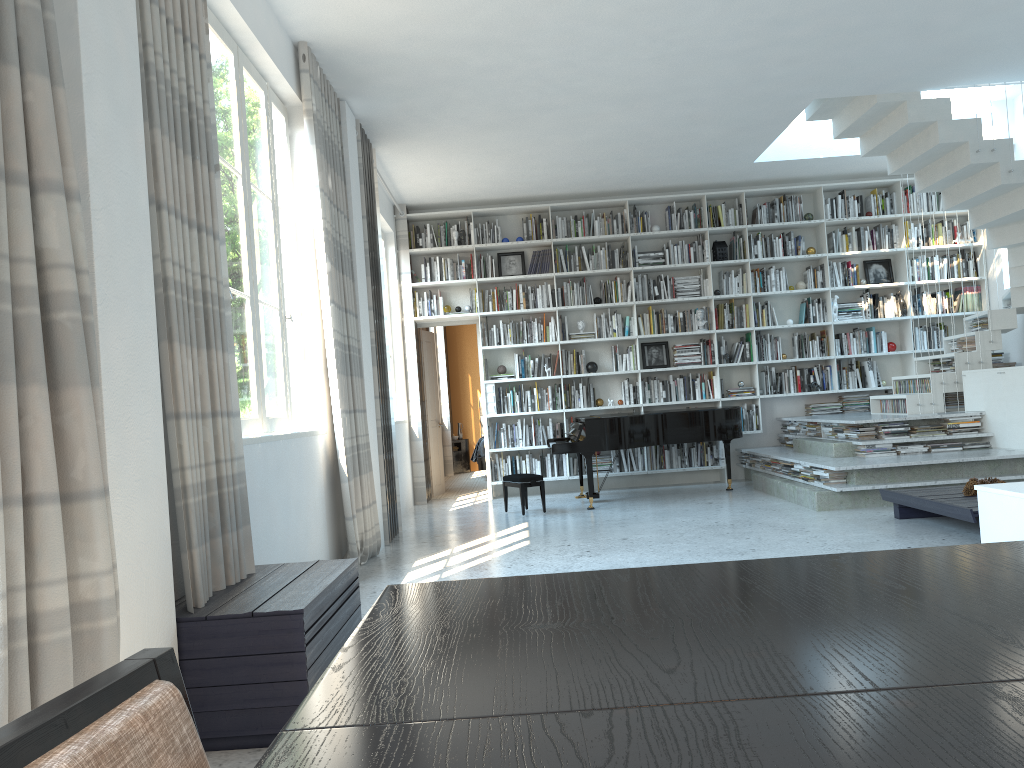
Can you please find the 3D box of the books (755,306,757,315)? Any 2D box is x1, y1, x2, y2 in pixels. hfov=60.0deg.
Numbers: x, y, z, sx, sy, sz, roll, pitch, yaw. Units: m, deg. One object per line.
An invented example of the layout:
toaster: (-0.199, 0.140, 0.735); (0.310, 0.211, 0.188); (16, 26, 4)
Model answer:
books: (2.664, -0.728, 9.723); (0.007, 0.244, 0.145); (-4, -1, 0)

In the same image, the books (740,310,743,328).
books: (2.482, -0.696, 9.697); (0.034, 0.204, 0.181); (-4, -1, 0)

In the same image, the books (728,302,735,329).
books: (2.400, -0.735, 9.693); (0.019, 0.293, 0.182); (-4, -1, 0)

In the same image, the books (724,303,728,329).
books: (2.336, -0.730, 9.707); (0.019, 0.294, 0.163); (-4, -1, 0)

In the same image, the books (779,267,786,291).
books: (2.954, -1.133, 9.702); (0.024, 0.272, 0.169); (-4, -1, 0)

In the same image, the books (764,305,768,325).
books: (2.776, -0.736, 9.716); (0.017, 0.243, 0.132); (-4, -1, 0)

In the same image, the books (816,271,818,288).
books: (3.319, -1.125, 9.725); (0.012, 0.206, 0.137); (-4, -1, 0)

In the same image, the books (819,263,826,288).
books: (3.390, -1.167, 9.700); (0.005, 0.278, 0.182); (-4, -1, 0)

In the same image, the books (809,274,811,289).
books: (3.240, -1.119, 9.721); (0.005, 0.205, 0.154); (-4, -1, 0)

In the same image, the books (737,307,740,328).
books: (2.456, -0.713, 9.690); (0.027, 0.242, 0.188); (-4, -1, 0)

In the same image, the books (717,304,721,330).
books: (2.261, -0.724, 9.709); (0.035, 0.293, 0.145); (-4, -1, 0)

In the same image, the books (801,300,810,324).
books: (3.215, -0.778, 9.708); (0.021, 0.264, 0.174); (-4, -1, 0)

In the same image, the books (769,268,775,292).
books: (2.831, -1.120, 9.697); (0.030, 0.263, 0.182); (-4, -1, 0)

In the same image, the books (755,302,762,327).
books: (2.686, -0.748, 9.688); (0.013, 0.279, 0.191); (-4, -1, 0)

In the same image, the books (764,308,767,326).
books: (2.754, -0.718, 9.712); (0.014, 0.209, 0.156); (-4, -1, 0)

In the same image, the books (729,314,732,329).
books: (2.385, -0.676, 9.732); (0.030, 0.181, 0.131); (-4, -1, 0)

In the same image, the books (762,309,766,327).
books: (2.732, -0.708, 9.685); (0.017, 0.192, 0.191); (-4, -1, 0)

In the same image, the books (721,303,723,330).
books: (2.287, -0.726, 9.704); (0.035, 0.293, 0.145); (-4, -1, 0)

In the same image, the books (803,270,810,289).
books: (3.229, -1.126, 9.725); (0.015, 0.220, 0.140); (-4, -1, 0)

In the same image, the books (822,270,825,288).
books: (3.384, -1.130, 9.706); (0.012, 0.206, 0.169); (-4, -1, 0)

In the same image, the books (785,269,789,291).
books: (2.994, -1.125, 9.724); (0.034, 0.254, 0.161); (-4, -1, 0)

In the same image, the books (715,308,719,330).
books: (2.233, -0.699, 9.735); (0.013, 0.247, 0.176); (-4, -1, 0)

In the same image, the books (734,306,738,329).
books: (2.433, -0.716, 9.715); (0.033, 0.253, 0.174); (-4, -1, 0)

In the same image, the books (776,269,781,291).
books: (2.909, -1.124, 9.727); (0.024, 0.262, 0.133); (-4, -1, 0)

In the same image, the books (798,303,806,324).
books: (3.179, -0.762, 9.715); (0.056, 0.241, 0.153); (-4, -1, 0)

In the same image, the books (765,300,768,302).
books: (2.812, -0.766, 9.754); (0.011, 0.300, 0.088); (-4, -1, 0)

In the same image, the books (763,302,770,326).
books: (2.786, -0.750, 9.707); (0.006, 0.270, 0.178); (-4, -1, 0)

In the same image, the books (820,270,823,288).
books: (3.359, -1.128, 9.702); (0.013, 0.204, 0.173); (-4, -1, 0)

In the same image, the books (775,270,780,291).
books: (2.886, -1.114, 9.707); (0.025, 0.244, 0.183); (-4, -1, 0)

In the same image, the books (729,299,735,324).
books: (2.411, -0.757, 9.712); (0.021, 0.337, 0.169); (-4, -1, 0)

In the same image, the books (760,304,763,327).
books: (2.714, -0.738, 9.717); (0.013, 0.256, 0.144); (-4, -1, 0)

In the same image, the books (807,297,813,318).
books: (3.257, -0.796, 9.718); (0.013, 0.295, 0.154); (-4, -1, 0)

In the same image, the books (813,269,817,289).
books: (3.304, -1.135, 9.720); (0.016, 0.228, 0.160); (-4, -1, 0)

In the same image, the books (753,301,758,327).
books: (2.641, -0.749, 9.704); (0.035, 0.287, 0.191); (-4, -1, 0)

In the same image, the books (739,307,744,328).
books: (2.506, -0.715, 9.717); (0.028, 0.239, 0.145); (-4, -1, 0)

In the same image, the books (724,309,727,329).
books: (2.321, -0.698, 9.710); (0.015, 0.231, 0.180); (-4, -1, 0)

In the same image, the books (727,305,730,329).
books: (2.356, -0.723, 9.730); (0.035, 0.278, 0.139); (-4, -1, 0)

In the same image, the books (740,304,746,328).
books: (2.529, -0.730, 9.712); (0.032, 0.266, 0.143); (-4, -1, 0)

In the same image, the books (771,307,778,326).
books: (2.855, -0.724, 9.692); (0.051, 0.210, 0.176); (-4, -1, 0)

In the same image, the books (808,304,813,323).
books: (3.247, -0.758, 9.701); (0.013, 0.219, 0.187); (-4, -1, 0)

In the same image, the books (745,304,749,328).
books: (2.567, -0.733, 9.724); (0.033, 0.268, 0.142); (-4, -1, 0)

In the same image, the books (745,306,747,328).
books: (2.548, -0.722, 9.726); (0.019, 0.247, 0.149); (-4, -1, 0)

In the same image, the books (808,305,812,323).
books: (3.238, -0.752, 9.701); (0.006, 0.210, 0.188); (-4, -1, 0)

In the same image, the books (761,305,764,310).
books: (2.742, -0.733, 9.712); (0.008, 0.242, 0.169); (-4, -1, 0)

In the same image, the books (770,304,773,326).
books: (2.824, -0.745, 9.720); (0.007, 0.254, 0.161); (-4, -1, 0)

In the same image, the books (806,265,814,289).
books: (3.259, -1.152, 9.707); (0.015, 0.267, 0.164); (-4, -1, 0)

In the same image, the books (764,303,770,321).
books: (2.791, -0.752, 9.713); (0.006, 0.273, 0.167); (-4, -1, 0)

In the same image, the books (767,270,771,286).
books: (2.810, -1.114, 9.721); (0.011, 0.257, 0.131); (-4, -1, 0)

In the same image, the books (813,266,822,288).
books: (3.344, -1.153, 9.703); (0.016, 0.257, 0.176); (-4, -1, 0)

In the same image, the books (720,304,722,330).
books: (2.274, -0.725, 9.719); (0.035, 0.293, 0.145); (-4, -1, 0)

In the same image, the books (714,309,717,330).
books: (2.218, -0.697, 9.724); (0.014, 0.244, 0.145); (-4, -1, 0)

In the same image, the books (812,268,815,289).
books: (3.275, -1.141, 9.718); (0.016, 0.243, 0.151); (-4, -1, 0)

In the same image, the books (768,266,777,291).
books: (2.858, -1.137, 9.723); (0.027, 0.295, 0.159); (-4, -1, 0)

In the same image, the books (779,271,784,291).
books: (2.933, -1.111, 9.713); (0.021, 0.232, 0.183); (-4, -1, 0)

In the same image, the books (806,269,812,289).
books: (3.247, -1.133, 9.719); (0.012, 0.232, 0.154); (-4, -1, 0)

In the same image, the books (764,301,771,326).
books: (2.800, -0.760, 9.713); (0.013, 0.287, 0.159); (-4, -1, 0)

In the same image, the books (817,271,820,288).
books: (3.331, -1.124, 9.713); (0.013, 0.202, 0.173); (-4, -1, 0)

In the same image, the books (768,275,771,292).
books: (2.794, -1.082, 9.715); (0.025, 0.194, 0.171); (-4, -1, 0)

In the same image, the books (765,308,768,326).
books: (2.765, -0.720, 9.704); (0.007, 0.211, 0.158); (-4, -1, 0)
